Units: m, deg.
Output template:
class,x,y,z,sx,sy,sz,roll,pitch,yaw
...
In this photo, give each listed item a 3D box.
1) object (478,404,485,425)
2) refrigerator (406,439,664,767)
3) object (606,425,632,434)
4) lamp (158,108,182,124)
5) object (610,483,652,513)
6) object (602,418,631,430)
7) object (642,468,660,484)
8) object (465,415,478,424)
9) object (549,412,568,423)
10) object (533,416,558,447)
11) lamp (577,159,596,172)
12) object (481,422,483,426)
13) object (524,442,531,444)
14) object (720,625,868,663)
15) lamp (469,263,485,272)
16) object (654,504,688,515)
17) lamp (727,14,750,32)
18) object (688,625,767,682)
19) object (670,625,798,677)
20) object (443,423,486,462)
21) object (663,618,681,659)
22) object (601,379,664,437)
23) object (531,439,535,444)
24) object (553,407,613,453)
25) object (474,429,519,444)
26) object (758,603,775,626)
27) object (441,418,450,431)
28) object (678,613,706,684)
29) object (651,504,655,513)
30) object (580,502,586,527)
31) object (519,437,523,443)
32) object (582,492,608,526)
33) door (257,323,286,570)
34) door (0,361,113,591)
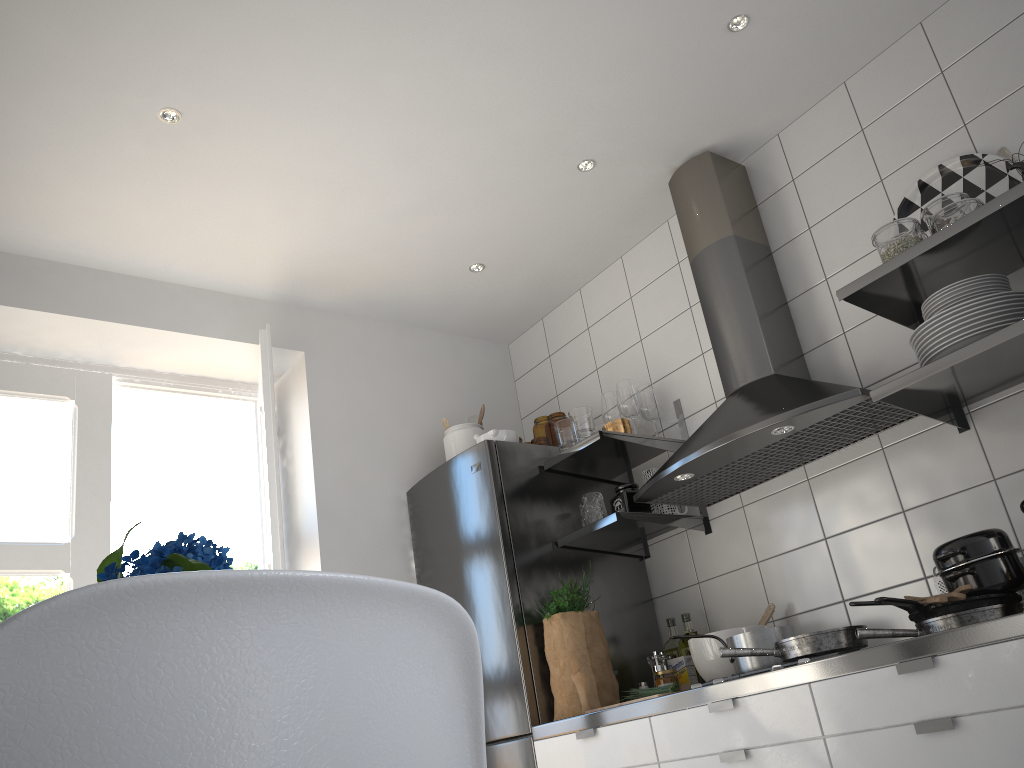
class,x,y,z,sx,sy,sz,roll,pitch,yaw
object,-0.134,0.230,3.539,0.131,0.292,0.057,-22,-25,28
refrigerator,0.125,1.161,3.150,0.696,1.776,0.583,7,-28,-36
object,0.372,0.180,3.100,0.100,0.036,0.101,-1,-25,-18
lamp,-0.973,-0.770,2.518,0.064,0.030,0.064,13,-32,-42
object,0.401,0.403,3.021,0.100,0.121,0.101,2,-26,-27
object,0.367,0.161,3.109,0.099,0.048,0.101,-3,-24,-15
object,0.515,0.356,3.177,0.083,0.099,0.110,-8,-23,-5
object,-0.177,0.243,3.548,0.065,0.286,0.142,-19,-24,22
object,0.193,0.212,3.491,0.097,0.192,0.098,8,-28,-36
object,0.131,0.206,3.402,0.093,0.152,0.094,-3,-23,-16
lamp,0.251,-0.754,3.022,0.064,0.030,0.064,13,-32,-42
object,-0.133,0.254,3.539,0.051,0.244,0.116,-16,-23,14
object,0.070,0.346,3.735,0.113,0.184,0.114,-6,-23,-9
object,0.734,0.674,2.271,0.353,0.060,0.234,-22,-26,27
lamp,-0.141,-0.470,3.515,0.064,0.030,0.064,13,-32,-42
object,0.552,0.433,3.117,0.109,0.099,0.083,-28,-29,36
lamp,0.644,-1.038,2.530,0.064,0.030,0.064,13,-32,-42
object,0.690,0.865,2.757,0.247,0.173,0.250,-10,-23,1
object,0.652,0.764,2.555,0.348,0.152,0.203,-10,-23,0
object,-0.177,0.282,3.524,0.174,0.205,0.175,11,-30,-40
object,0.569,0.937,3.010,0.066,0.278,0.067,10,-30,-40
object,0.451,0.136,3.292,0.206,0.241,0.195,9,-29,-37
object,0.119,0.282,3.538,0.093,0.125,0.094,-3,-24,-16
object,0.266,0.191,3.208,0.191,0.132,0.229,-29,-30,37
object,-0.046,0.225,3.324,0.173,0.108,0.160,11,-31,-40
object,0.735,0.814,2.753,0.222,0.229,0.081,-14,-23,11
object,-0.227,0.267,3.547,0.054,0.259,0.150,-20,-24,23
object,0.611,0.903,2.948,0.082,0.278,0.090,7,-28,-36
object,0.504,0.467,3.177,0.109,0.099,0.083,-28,-29,36
object,0.283,0.478,3.141,0.086,0.118,0.087,2,-25,-27
object,0.011,0.298,3.563,0.113,0.152,0.114,-5,-23,-10
object,0.286,0.436,3.048,0.086,0.118,0.087,10,-29,-39
door,-0.784,0.962,3.004,0.156,2.295,0.610,-2,-23,-18
door,-1.578,0.983,2.748,0.603,2.295,0.158,8,-28,-36
